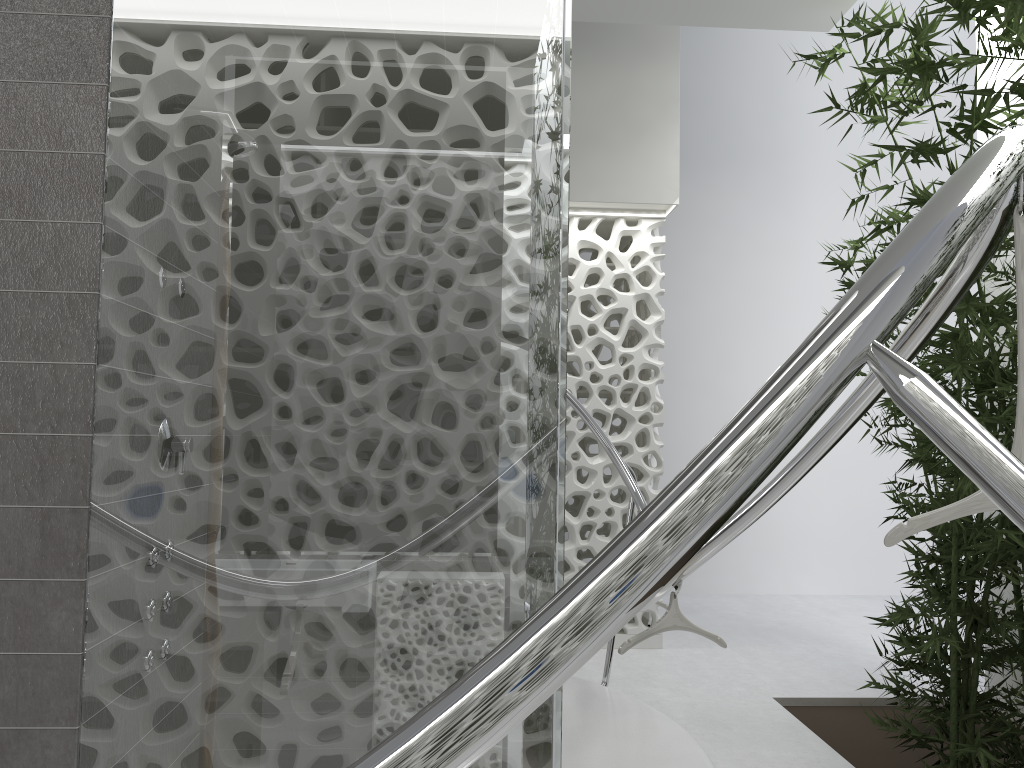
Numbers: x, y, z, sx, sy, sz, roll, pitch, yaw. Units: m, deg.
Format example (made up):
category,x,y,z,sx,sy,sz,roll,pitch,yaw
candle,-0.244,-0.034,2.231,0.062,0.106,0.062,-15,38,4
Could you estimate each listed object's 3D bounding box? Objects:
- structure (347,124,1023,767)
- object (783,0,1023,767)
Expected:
category,x,y,z,sx,sy,sz,roll,pitch,yaw
structure,-1.576,0.603,2.976,5.250,2.080,5.433,1,-3,-8
object,2.010,-0.265,2.849,4.664,4.038,4.097,4,-5,-44
